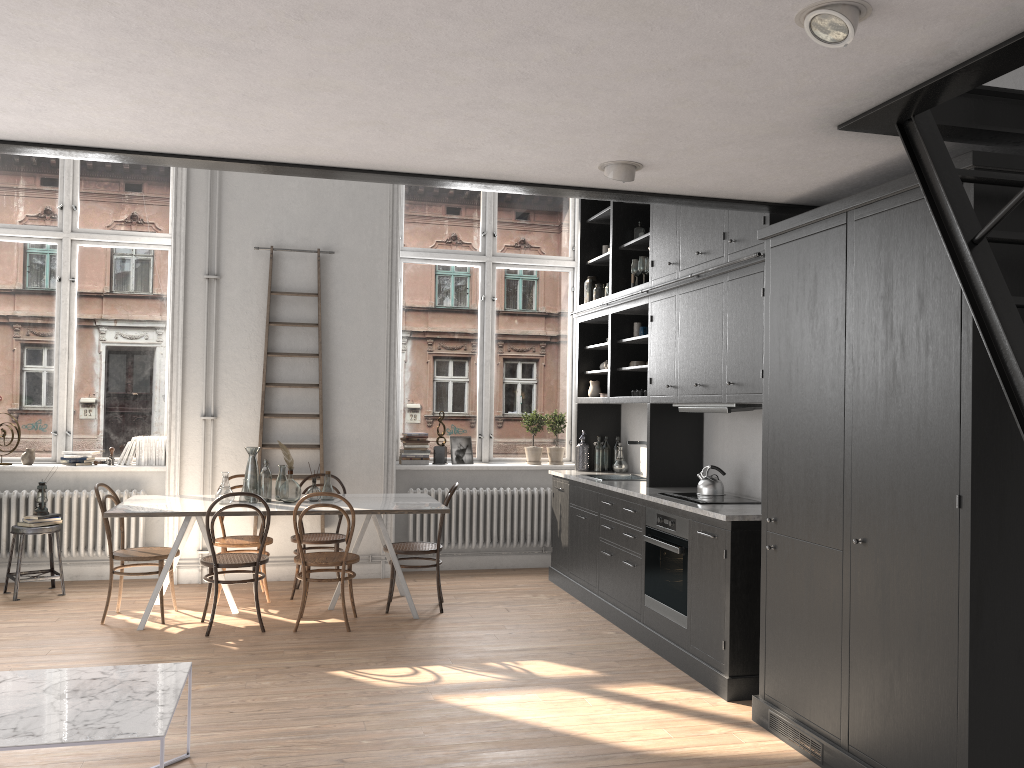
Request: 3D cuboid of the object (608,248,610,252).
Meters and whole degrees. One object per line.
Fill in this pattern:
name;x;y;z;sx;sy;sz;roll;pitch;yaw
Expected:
object;0.861;-1.105;7.552;0.096;0.095;0.096;1;-1;20

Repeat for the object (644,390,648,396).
object;1.002;0.063;6.424;0.104;0.059;0.088;1;-1;-5

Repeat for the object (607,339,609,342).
object;0.822;-0.352;7.382;0.071;0.047;0.071;0;-1;24

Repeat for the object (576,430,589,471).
object;0.609;0.569;7.604;0.109;0.349;0.109;2;-1;-33

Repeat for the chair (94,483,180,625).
chair;-2.570;1.142;6.086;0.549;0.920;0.438;1;-1;-6

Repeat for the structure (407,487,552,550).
structure;-0.214;1.213;8.055;1.577;0.552;0.194;1;-1;-14

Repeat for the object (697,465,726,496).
object;1.257;0.606;5.611;0.171;0.186;0.171;1;-1;-3

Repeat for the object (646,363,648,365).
object;1.091;-0.141;6.776;0.132;0.038;0.132;0;-2;33

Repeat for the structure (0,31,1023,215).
structure;-0.548;-1.533;1.717;5.927;1.213;4.158;1;-2;-14

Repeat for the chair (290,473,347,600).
chair;-1.512;1.184;6.979;0.438;0.920;0.549;1;-1;-7

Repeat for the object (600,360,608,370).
object;0.814;-0.156;7.604;0.140;0.100;0.125;2;-2;-33

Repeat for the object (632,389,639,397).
object;0.938;0.067;6.628;0.088;0.059;0.104;2;-2;-25

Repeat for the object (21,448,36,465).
object;-3.965;0.593;7.267;0.100;0.142;0.102;2;-2;-39

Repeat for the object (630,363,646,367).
object;-1.904;0.708;6.724;5.827;1.842;0.792;1;-1;-9

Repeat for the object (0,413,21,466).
object;-4.150;0.448;7.226;0.347;0.425;0.087;1;-1;18

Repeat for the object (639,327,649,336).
object;1.005;-0.388;6.778;0.082;0.093;0.140;0;-2;41

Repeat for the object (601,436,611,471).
object;0.813;0.600;7.669;0.086;0.301;0.086;1;-1;0

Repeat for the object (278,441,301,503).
object;-1.578;0.621;6.319;0.157;0.446;0.157;1;-1;4

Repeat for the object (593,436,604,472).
object;0.740;0.597;7.570;0.086;0.301;0.086;2;-1;-28

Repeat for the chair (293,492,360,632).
chair;-1.250;1.161;5.957;0.438;0.920;0.549;1;-1;-3

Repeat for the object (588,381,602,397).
object;0.715;0.047;7.591;0.127;0.144;0.115;2;-1;-35

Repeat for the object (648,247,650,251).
object;1.014;-0.844;6.308;0.094;0.267;0.116;0;-1;28

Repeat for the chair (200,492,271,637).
chair;-1.826;1.148;5.850;0.438;0.920;0.549;1;-1;-19

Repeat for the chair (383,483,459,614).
chair;-0.675;1.187;6.537;0.549;0.920;0.438;1;-1;-2

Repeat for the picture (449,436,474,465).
picture;-0.484;0.615;8.205;0.221;0.264;0.149;2;-1;-30

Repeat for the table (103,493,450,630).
table;-1.630;1.234;6.344;2.200;0.779;1.100;1;-1;-14

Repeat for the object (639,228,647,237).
object;1.005;-1.135;6.818;0.053;0.125;0.041;0;-1;43

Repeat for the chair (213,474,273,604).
chair;-2.048;1.169;6.763;0.438;0.920;0.549;1;-1;-16

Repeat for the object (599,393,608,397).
object;0.820;0.099;7.455;0.180;0.037;0.180;2;-2;-29

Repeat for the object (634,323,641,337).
object;0.982;-0.406;6.892;0.059;0.135;0.082;0;-2;44

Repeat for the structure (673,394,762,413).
structure;1.338;0.118;5.468;0.379;0.123;0.844;1;-2;-14

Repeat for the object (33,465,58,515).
object;-3.596;0.814;6.839;0.163;0.383;0.154;2;-1;-40

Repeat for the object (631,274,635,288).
object;0.934;-0.778;6.853;0.123;0.161;0.123;1;-1;-5

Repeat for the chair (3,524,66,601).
chair;-3.629;1.338;6.755;0.364;0.522;0.360;2;-2;-40

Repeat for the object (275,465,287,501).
object;-1.675;0.719;6.459;0.098;0.255;0.100;2;-1;-37

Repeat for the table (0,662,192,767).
table;-1.654;1.342;3.202;0.849;0.392;0.849;1;-1;-14

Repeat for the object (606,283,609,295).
object;0.819;-0.872;7.070;0.134;0.357;0.134;0;-1;31

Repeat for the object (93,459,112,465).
object;-3.433;0.653;7.420;0.088;0.048;0.153;0;-2;26

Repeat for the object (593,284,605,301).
object;0.743;-0.762;7.479;0.114;0.155;0.114;1;-1;-11

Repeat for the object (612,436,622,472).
object;0.901;0.600;7.582;0.086;0.301;0.086;0;-1;32

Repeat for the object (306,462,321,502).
object;-1.435;0.708;6.434;0.107;0.283;0.107;1;-1;-19

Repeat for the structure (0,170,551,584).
structure;-1.953;-0.585;7.567;5.182;4.473;0.340;1;-1;-14

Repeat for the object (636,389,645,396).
object;0.957;0.065;6.517;0.088;0.059;0.104;2;-2;-35

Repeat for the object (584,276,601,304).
object;0.690;-0.801;7.614;0.118;0.238;0.118;2;-1;-29

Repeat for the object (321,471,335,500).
object;-1.357;0.747;6.532;0.101;0.211;0.101;0;-1;25

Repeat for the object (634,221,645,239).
object;0.995;-1.171;6.908;0.084;0.199;0.065;1;-1;8

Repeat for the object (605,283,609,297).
object;0.820;-0.760;7.394;0.096;0.150;0.096;2;-1;-26

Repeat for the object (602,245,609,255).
object;0.812;-1.123;7.651;0.059;0.135;0.082;1;-1;14

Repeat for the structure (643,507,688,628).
structure;1.190;1.092;5.411;0.618;0.623;0.622;1;-1;-14

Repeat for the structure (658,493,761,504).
structure;1.203;0.698;5.420;0.427;0.011;0.592;1;-2;-14

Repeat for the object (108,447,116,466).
object;-3.335;0.602;7.388;0.048;0.153;0.088;2;-2;-44
